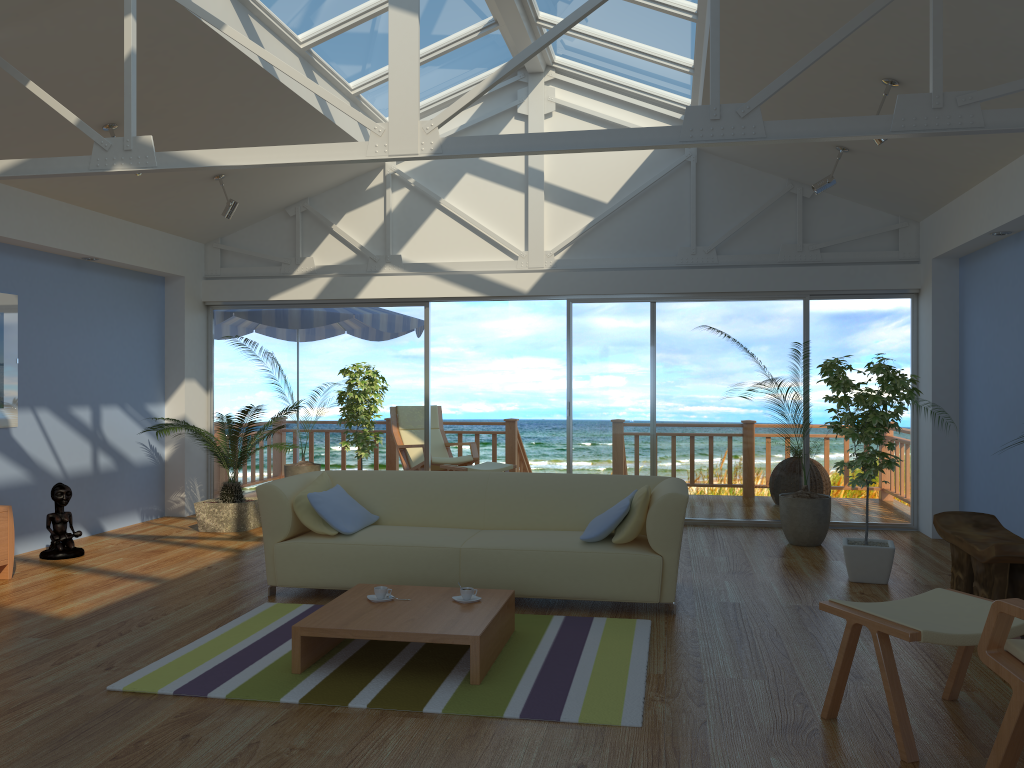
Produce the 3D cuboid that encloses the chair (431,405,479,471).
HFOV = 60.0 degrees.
[{"bbox_3d":[-0.844,0.726,9.461,0.632,0.982,0.859,0,0,-35],"label":"chair"}]

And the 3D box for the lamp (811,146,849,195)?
[{"bbox_3d":[2.258,-1.510,6.290,0.254,0.327,0.118,0,0,28],"label":"lamp"}]

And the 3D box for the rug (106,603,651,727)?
[{"bbox_3d":[-0.450,1.211,4.019,2.100,0.018,1.400,0,0,10],"label":"rug"}]

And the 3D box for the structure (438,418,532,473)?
[{"bbox_3d":[0.606,1.276,10.047,6.950,2.064,4.086,0,0,10],"label":"structure"}]

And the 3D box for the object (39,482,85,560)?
[{"bbox_3d":[-3.178,0.958,6.269,0.291,0.517,0.292,0,0,-44],"label":"object"}]

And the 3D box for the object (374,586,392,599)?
[{"bbox_3d":[-0.607,0.975,4.141,0.078,0.049,0.062,0,0,-44],"label":"object"}]

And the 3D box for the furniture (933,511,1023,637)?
[{"bbox_3d":[2.419,0.963,4.457,0.329,0.507,1.100,0,0,11],"label":"furniture"}]

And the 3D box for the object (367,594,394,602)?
[{"bbox_3d":[-0.612,0.999,4.136,0.118,0.016,0.118,0,0,-24],"label":"object"}]

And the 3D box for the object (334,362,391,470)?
[{"bbox_3d":[-1.271,0.512,7.591,0.495,1.409,0.699,0,0,-17],"label":"object"}]

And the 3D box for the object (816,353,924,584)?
[{"bbox_3d":[2.196,0.512,5.470,0.699,1.409,0.495,0,0,-37],"label":"object"}]

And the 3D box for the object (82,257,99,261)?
[{"bbox_3d":[-3.307,-0.998,6.954,0.122,0.050,0.122,0,0,-7],"label":"object"}]

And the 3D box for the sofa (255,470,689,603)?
[{"bbox_3d":[-0.200,0.858,5.264,2.448,0.597,0.950,0,0,10],"label":"sofa"}]

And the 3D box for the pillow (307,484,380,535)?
[{"bbox_3d":[-0.990,0.741,5.275,0.272,0.244,0.566,0,0,8],"label":"pillow"}]

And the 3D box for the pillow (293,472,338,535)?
[{"bbox_3d":[-1.086,0.704,5.284,0.275,0.312,0.571,0,0,8],"label":"pillow"}]

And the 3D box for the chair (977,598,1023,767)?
[{"bbox_3d":[1.792,0.726,2.300,0.632,0.982,0.859,0,0,-20],"label":"chair"}]

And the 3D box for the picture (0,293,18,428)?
[{"bbox_3d":[-3.646,-0.164,5.613,0.005,0.937,1.419,0,0,10],"label":"picture"}]

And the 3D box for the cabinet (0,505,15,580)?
[{"bbox_3d":[-3.533,0.982,4.664,0.500,0.468,1.911,0,0,10],"label":"cabinet"}]

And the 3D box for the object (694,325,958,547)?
[{"bbox_3d":[2.272,0.369,6.639,1.706,1.695,1.563,0,0,2],"label":"object"}]

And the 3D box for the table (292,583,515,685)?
[{"bbox_3d":[-0.451,1.104,4.004,0.800,0.198,0.800,0,0,10],"label":"table"}]

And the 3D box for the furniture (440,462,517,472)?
[{"bbox_3d":[-0.332,1.003,8.722,0.619,0.427,0.449,0,0,-35],"label":"furniture"}]

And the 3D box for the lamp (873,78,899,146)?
[{"bbox_3d":[2.037,-1.498,4.903,0.195,0.351,0.127,0,0,28],"label":"lamp"}]

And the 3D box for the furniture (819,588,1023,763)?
[{"bbox_3d":[1.488,1.003,3.147,0.619,0.427,0.449,0,0,-20],"label":"furniture"}]

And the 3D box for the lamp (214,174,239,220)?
[{"bbox_3d":[-2.288,-1.497,7.107,0.194,0.353,0.125,0,0,-7],"label":"lamp"}]

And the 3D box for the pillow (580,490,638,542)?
[{"bbox_3d":[0.551,0.741,4.993,0.272,0.244,0.566,0,0,13],"label":"pillow"}]

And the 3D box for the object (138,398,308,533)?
[{"bbox_3d":[-2.436,0.670,7.491,1.413,1.093,1.488,0,0,-7],"label":"object"}]

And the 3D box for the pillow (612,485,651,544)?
[{"bbox_3d":[0.672,0.705,4.960,0.201,0.311,0.559,0,0,10],"label":"pillow"}]

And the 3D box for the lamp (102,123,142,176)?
[{"bbox_3d":[-2.507,-1.510,5.729,0.254,0.327,0.118,0,0,-7],"label":"lamp"}]

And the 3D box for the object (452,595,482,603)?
[{"bbox_3d":[-0.210,0.999,4.118,0.118,0.016,0.118,0,0,-35],"label":"object"}]

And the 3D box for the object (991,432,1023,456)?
[{"bbox_3d":[1.139,0.369,0.537,1.563,1.695,1.706,0,0,31],"label":"object"}]

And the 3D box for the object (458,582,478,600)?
[{"bbox_3d":[-0.201,0.962,4.121,0.086,0.077,0.062,0,0,-20],"label":"object"}]

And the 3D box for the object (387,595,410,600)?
[{"bbox_3d":[-0.526,0.994,4.121,0.119,0.021,0.025,0,0,1],"label":"object"}]
